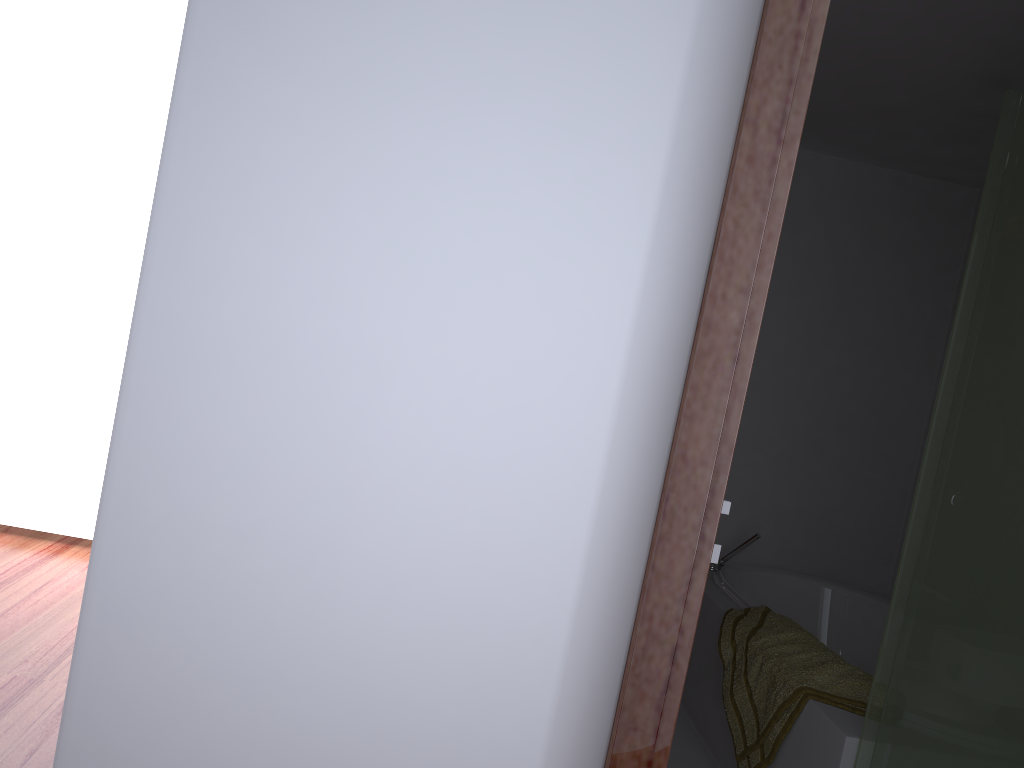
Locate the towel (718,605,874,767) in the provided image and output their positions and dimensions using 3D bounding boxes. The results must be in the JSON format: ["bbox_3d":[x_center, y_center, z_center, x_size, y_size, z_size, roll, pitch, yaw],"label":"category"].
[{"bbox_3d":[0.874,1.018,2.783,0.349,0.452,0.890,11,3,-11],"label":"towel"}]

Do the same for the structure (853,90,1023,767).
[{"bbox_3d":[1.500,0.438,1.851,1.015,2.079,0.765,11,3,-5],"label":"structure"}]

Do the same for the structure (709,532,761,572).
[{"bbox_3d":[0.939,0.733,3.824,0.239,0.257,0.112,13,3,26],"label":"structure"}]

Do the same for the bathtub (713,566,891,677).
[{"bbox_3d":[1.239,1.093,3.144,0.881,0.424,1.683,11,3,-5],"label":"bathtub"}]
